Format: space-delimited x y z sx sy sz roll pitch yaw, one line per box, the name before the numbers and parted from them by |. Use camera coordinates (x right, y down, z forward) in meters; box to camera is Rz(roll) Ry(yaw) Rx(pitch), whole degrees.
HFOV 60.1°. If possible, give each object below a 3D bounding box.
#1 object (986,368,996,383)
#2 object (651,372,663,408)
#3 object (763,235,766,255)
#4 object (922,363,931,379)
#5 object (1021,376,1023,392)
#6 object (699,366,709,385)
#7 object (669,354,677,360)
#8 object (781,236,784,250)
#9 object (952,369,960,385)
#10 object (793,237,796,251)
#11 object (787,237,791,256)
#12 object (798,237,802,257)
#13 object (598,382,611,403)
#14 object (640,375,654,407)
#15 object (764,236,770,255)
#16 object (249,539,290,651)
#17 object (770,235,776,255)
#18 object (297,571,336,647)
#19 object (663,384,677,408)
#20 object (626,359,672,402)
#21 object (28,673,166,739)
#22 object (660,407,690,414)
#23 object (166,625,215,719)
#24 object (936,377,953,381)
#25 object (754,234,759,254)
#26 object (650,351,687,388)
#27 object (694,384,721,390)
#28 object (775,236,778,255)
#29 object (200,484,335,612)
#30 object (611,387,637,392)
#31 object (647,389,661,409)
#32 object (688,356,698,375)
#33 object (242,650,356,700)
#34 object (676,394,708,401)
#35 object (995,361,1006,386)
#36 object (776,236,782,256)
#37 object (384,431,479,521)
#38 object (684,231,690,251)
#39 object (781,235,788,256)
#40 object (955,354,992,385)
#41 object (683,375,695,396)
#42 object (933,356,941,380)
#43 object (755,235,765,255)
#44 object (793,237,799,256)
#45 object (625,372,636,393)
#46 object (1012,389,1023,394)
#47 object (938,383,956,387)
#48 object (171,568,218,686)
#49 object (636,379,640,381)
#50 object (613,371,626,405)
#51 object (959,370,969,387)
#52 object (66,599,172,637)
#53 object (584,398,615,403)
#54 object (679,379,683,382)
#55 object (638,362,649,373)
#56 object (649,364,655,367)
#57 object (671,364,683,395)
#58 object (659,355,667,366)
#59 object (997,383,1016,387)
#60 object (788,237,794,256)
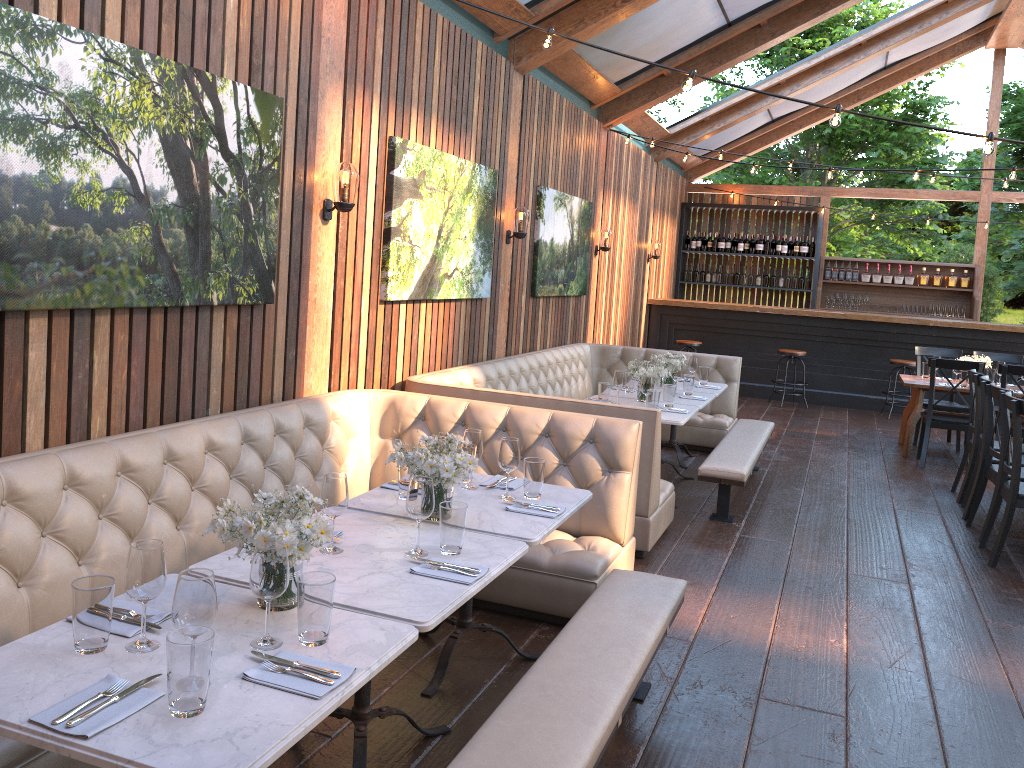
object | 4.847 -0.075 8.967 0.092 0.157 0.092 -1 6 -43
object | 1.028 0.041 6.327 0.092 0.243 0.093 2 5 -22
object | 4.056 -2.242 14.269 0.081 0.322 0.081 4 4 -1
object | 4.295 -0.139 9.176 0.092 0.157 0.092 -1 6 -43
object | 4.903 -0.045 8.444 0.092 0.243 0.093 2 5 -27
object | 1.693 -0.071 7.824 0.092 0.157 0.092 4 5 7
object | 1.438 -0.144 7.918 0.092 0.243 0.093 2 5 -27
object | 4.308 -2.196 14.091 0.078 0.311 0.078 5 4 16
object | 4.355 -0.110 8.660 0.092 0.243 0.093 2 5 -27
object | 4.485 -2.174 14.030 0.077 0.305 0.077 7 5 37
object | 4.412 -2.182 14.077 0.075 0.301 0.076 4 4 4
object | 4.576 -2.172 14.048 0.077 0.308 0.078 4 4 -1
object | 0.649 0.070 6.245 0.092 0.157 0.092 4 5 7
object | 0.930 0.064 6.106 0.092 0.243 0.093 2 5 -22
object | 4.065 -2.208 14.096 0.075 0.301 0.076 4 4 4
object | -0.577 0.498 2.099 0.092 0.243 0.093 2 5 -22
object | 4.152 -2.209 14.062 0.081 0.322 0.081 4 4 -1
object | -0.475 0.543 2.132 0.092 0.157 0.092 4 5 7
object | 1.131 0.086 6.360 0.092 0.157 0.092 4 5 7
object | 1.005 -0.023 6.549 0.330 0.308 0.336 9 8 42
object | -0.819 0.636 1.791 0.158 0.019 0.256 7 8 21
object | 1.115 0.177 6.198 0.255 0.019 0.158 7 8 21
object | -0.648 0.579 1.776 0.092 0.157 0.092 4 5 7
object | 4.477 -0.056 9.166 0.158 0.019 0.256 7 8 21
object | 3.961 -2.256 14.292 0.087 0.333 0.088 4 4 1
object | 1.325 -0.121 7.446 0.329 0.308 0.338 3 6 -5
object | 1.678 0.019 7.663 0.255 0.019 0.158 7 8 21
object | 4.216 -2.213 14.172 0.136 0.314 0.137 2 5 -18
object | -0.614 0.433 2.324 0.337 0.308 0.330 7 7 32
object | 0.940 0.037 7.163 0.255 0.019 0.158 7 8 21
object | 0.957 0.122 6.004 0.092 0.157 0.092 4 5 7
object | 1.591 -0.117 7.791 0.092 0.243 0.093 2 5 -27
object | -0.490 0.634 1.971 0.255 0.019 0.158 7 8 21
object | 1.398 0.100 6.918 0.255 0.019 0.158 7 8 21
object | 4.892 -0.101 8.858 0.092 0.243 0.093 2 5 -27
object | 4.229 -2.187 14.008 0.077 0.305 0.077 7 5 37
object | -0.274 0.336 3.221 0.337 0.308 0.329 8 7 37
object | 2.893 -2.360 14.583 0.081 0.323 0.171 4 5 6
object | 4.313 -2.192 13.987 0.087 0.333 0.088 4 4 1
object | 4.583 -0.145 8.790 0.336 0.308 0.331 2 6 -14
object | 1.413 0.009 7.079 0.092 0.157 0.092 4 5 7
object | 4.342 -0.163 9.058 0.092 0.243 0.093 2 5 -27
object | 3.971 -2.228 14.163 0.136 0.314 0.137 2 5 -18
object | 4.473 -2.161 13.912 0.078 0.311 0.078 5 4 16
object | 0.934 -0.011 6.993 0.092 0.157 0.092 4 5 7
object | 4.750 0.068 8.368 0.158 0.019 0.256 7 8 21
object | 4.216 0.007 8.569 0.158 0.019 0.256 7 8 21
object | -0.675 0.521 1.878 0.092 0.243 0.093 2 5 -22
object | 1.207 -0.039 7.864 0.255 0.019 0.158 7 8 21
object | 0.757 0.031 6.272 0.092 0.243 0.093 2 5 -22
object | 4.366 -0.050 8.544 0.092 0.157 0.092 -1 6 -43
object | -0.950 0.575 2.187 0.255 0.019 0.158 7 8 21
object | 0.655 0.118 6.415 0.255 0.019 0.158 7 8 21
object | 1.567 -0.036 8.020 0.158 0.019 0.256 7 8 21
object | 1.042 -0.050 7.020 0.092 0.243 0.093 2 5 -27
object | 1.201 -0.086 7.694 0.092 0.157 0.092 4 5 7
object | 1.311 -0.036 7.046 0.092 0.243 0.093 2 5 -27
object | 1.309 -0.126 7.721 0.092 0.243 0.093 2 5 -27
object | 5.015 0.006 8.969 0.158 0.019 0.256 7 8 21
object | 4.407 -2.173 13.971 0.077 0.308 0.078 4 4 -1
